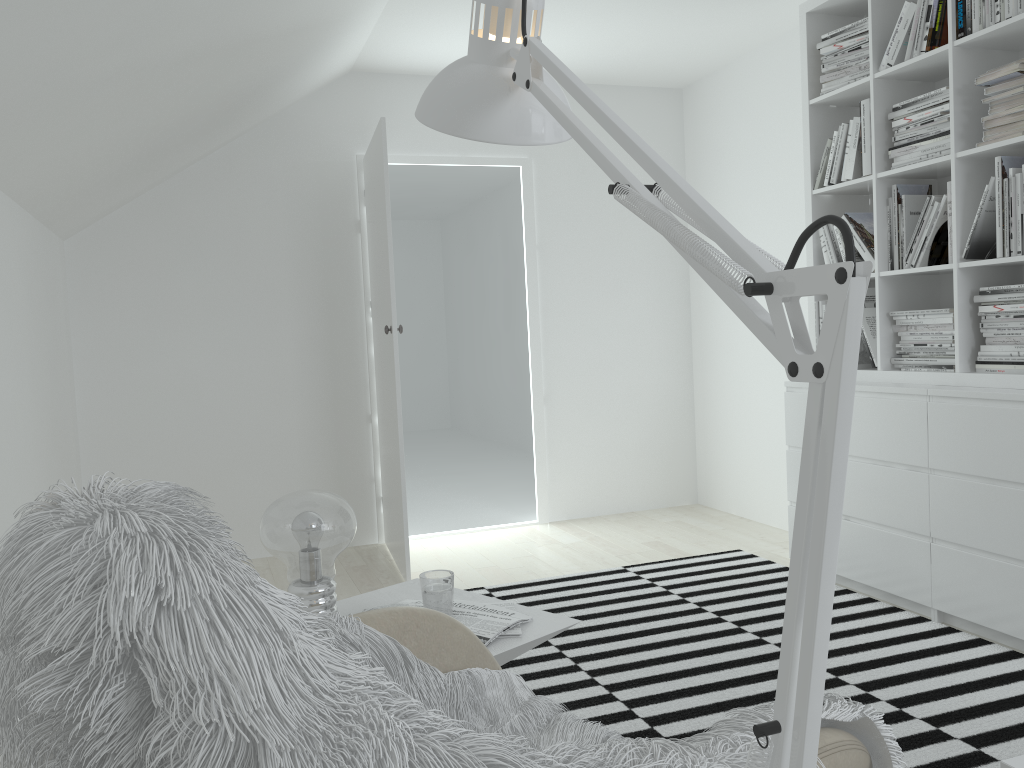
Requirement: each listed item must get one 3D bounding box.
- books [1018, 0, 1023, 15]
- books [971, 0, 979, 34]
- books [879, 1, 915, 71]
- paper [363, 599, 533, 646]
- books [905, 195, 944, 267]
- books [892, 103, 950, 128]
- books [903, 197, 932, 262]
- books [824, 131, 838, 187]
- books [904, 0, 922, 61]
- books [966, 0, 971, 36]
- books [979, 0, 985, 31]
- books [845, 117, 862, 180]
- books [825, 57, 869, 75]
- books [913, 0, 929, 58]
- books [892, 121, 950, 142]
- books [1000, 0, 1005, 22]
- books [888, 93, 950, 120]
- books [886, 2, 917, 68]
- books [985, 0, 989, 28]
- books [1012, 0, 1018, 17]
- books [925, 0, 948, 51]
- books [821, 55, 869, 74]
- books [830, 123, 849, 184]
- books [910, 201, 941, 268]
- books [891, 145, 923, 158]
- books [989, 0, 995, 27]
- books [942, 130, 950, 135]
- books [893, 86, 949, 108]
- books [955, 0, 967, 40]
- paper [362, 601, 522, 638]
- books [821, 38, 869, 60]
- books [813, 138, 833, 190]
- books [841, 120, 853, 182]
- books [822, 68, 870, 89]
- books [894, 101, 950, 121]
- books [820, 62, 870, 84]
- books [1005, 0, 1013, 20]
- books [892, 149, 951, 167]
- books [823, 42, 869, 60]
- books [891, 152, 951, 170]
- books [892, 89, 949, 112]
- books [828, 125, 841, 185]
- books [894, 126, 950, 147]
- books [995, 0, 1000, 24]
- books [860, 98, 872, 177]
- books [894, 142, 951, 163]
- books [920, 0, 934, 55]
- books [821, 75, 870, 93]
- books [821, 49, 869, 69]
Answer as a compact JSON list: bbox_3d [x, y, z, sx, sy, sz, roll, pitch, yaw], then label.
[{"bbox_3d":[1.660,-1.257,2.814,0.128,0.179,0.022,-4,3,-19],"label":"books"},{"bbox_3d":[1.592,-1.253,2.975,0.106,0.162,0.032,-4,3,-19],"label":"books"},{"bbox_3d":[1.509,-1.297,3.333,0.186,0.226,0.173,-4,3,-19],"label":"books"},{"bbox_3d":[-0.145,0.460,1.729,0.312,0.024,0.205,-1,4,31],"label":"paper"},{"bbox_3d":[1.588,-0.568,3.321,0.159,0.253,0.153,-4,3,-19],"label":"books"},{"bbox_3d":[1.572,-0.986,3.271,0.174,0.021,0.273,-4,3,-19],"label":"books"},{"bbox_3d":[1.577,-0.579,3.324,0.161,0.226,0.138,-4,3,-19],"label":"books"},{"bbox_3d":[1.391,-0.934,3.689,0.161,0.218,0.101,-4,3,-19],"label":"books"},{"bbox_3d":[1.526,-1.290,3.231,0.161,0.218,0.101,-4,3,-19],"label":"books"},{"bbox_3d":[1.584,-1.257,2.999,0.107,0.167,0.017,-4,3,-19],"label":"books"},{"bbox_3d":[1.607,-1.255,2.952,0.120,0.167,0.020,-4,3,-19],"label":"books"},{"bbox_3d":[1.436,-0.942,3.552,0.174,0.242,0.105,-4,3,-19],"label":"books"},{"bbox_3d":[1.452,-1.291,3.620,0.182,0.016,0.288,-4,3,-24],"label":"books"},{"bbox_3d":[1.535,-1.290,3.198,0.161,0.222,0.084,-4,3,-19],"label":"books"},{"bbox_3d":[1.577,-0.931,3.288,0.167,0.017,0.263,-4,3,-24],"label":"books"},{"bbox_3d":[1.643,-1.259,2.885,0.128,0.178,0.022,-4,3,-19],"label":"books"},{"bbox_3d":[1.576,-1.022,3.269,0.176,0.025,0.331,-4,3,-19],"label":"books"},{"bbox_3d":[1.513,-1.287,3.295,0.167,0.210,0.162,-4,3,-19],"label":"books"},{"bbox_3d":[1.613,-1.248,2.934,0.110,0.153,0.018,-4,3,-19],"label":"books"},{"bbox_3d":[1.655,-1.257,2.835,0.128,0.178,0.021,-4,3,-19],"label":"books"},{"bbox_3d":[1.566,-1.303,3.129,0.170,0.251,0.118,-4,3,-19],"label":"books"},{"bbox_3d":[1.447,-1.307,3.629,0.182,0.016,0.288,-5,4,-39],"label":"books"},{"bbox_3d":[1.405,-0.941,3.629,0.172,0.235,0.112,-4,3,-19],"label":"books"},{"bbox_3d":[1.599,-0.552,3.301,0.167,0.236,0.146,-4,3,-19],"label":"books"},{"bbox_3d":[1.584,-0.876,3.276,0.180,0.028,0.296,-4,3,-24],"label":"books"},{"bbox_3d":[1.617,-1.247,2.916,0.110,0.153,0.019,-4,3,-19],"label":"books"},{"bbox_3d":[1.598,-0.899,3.276,0.182,0.016,0.288,-4,3,-14],"label":"books"},{"bbox_3d":[1.565,-1.054,3.277,0.161,0.012,0.254,-4,3,-19],"label":"books"},{"bbox_3d":[1.587,-1.291,3.035,0.140,0.231,0.042,-4,3,-19],"label":"books"},{"bbox_3d":[-0.144,0.464,1.729,0.312,0.015,0.205,-3,3,-4],"label":"paper"},{"bbox_3d":[1.417,-1.362,3.625,0.161,0.013,0.256,-4,3,-24],"label":"books"},{"bbox_3d":[1.370,-0.918,3.734,0.161,0.210,0.127,-4,3,-19],"label":"books"},{"bbox_3d":[1.429,-0.942,3.591,0.172,0.239,0.093,-4,3,-19],"label":"books"},{"bbox_3d":[1.437,-1.242,3.622,0.174,0.021,0.273,-5,4,-29],"label":"books"},{"bbox_3d":[1.573,-1.004,3.281,0.161,0.013,0.254,-4,3,-24],"label":"books"},{"bbox_3d":[1.439,-1.267,3.618,0.180,0.028,0.296,-5,4,-39],"label":"books"},{"bbox_3d":[1.652,-1.261,2.861,0.134,0.184,0.030,-4,3,-19],"label":"books"},{"bbox_3d":[1.588,-0.834,3.281,0.182,0.016,0.288,-4,3,-24],"label":"books"},{"bbox_3d":[1.435,-1.349,3.611,0.159,0.012,0.285,-5,4,-29],"label":"books"},{"bbox_3d":[1.576,-0.817,3.271,0.182,0.016,0.288,-4,3,-19],"label":"books"},{"bbox_3d":[1.567,-1.041,3.261,0.159,0.012,0.285,-4,3,-19],"label":"books"},{"bbox_3d":[1.396,-0.940,3.660,0.152,0.232,0.104,-4,3,-19],"label":"books"},{"bbox_3d":[1.594,-0.915,3.285,0.182,0.016,0.288,-4,3,-19],"label":"books"},{"bbox_3d":[1.628,-1.256,2.901,0.109,0.171,0.018,-4,3,-19],"label":"books"},{"bbox_3d":[1.452,-0.962,3.475,0.176,0.290,0.053,-4,3,-19],"label":"books"},{"bbox_3d":[1.582,-0.853,3.280,0.174,0.021,0.273,-4,3,-19],"label":"books"},{"bbox_3d":[1.553,-1.303,3.171,0.159,0.248,0.089,-4,3,-19],"label":"books"},{"bbox_3d":[1.442,-1.224,3.623,0.182,0.016,0.288,-5,4,-34],"label":"books"},{"bbox_3d":[1.430,-1.323,3.629,0.167,0.017,0.263,-5,4,-34],"label":"books"}]
